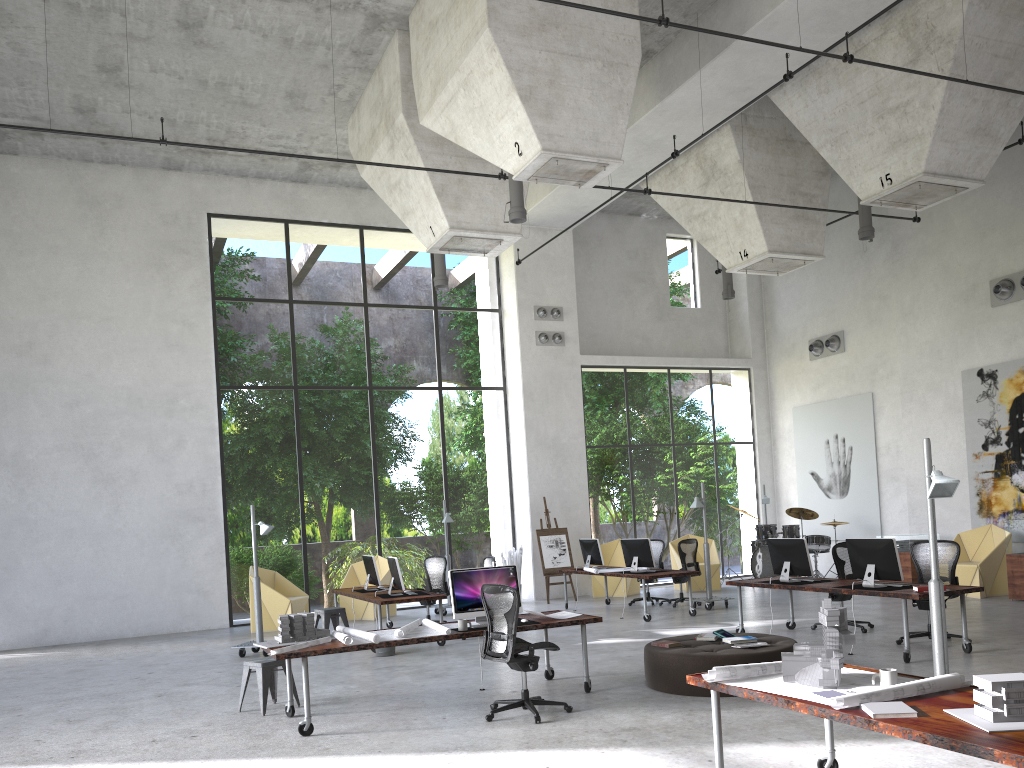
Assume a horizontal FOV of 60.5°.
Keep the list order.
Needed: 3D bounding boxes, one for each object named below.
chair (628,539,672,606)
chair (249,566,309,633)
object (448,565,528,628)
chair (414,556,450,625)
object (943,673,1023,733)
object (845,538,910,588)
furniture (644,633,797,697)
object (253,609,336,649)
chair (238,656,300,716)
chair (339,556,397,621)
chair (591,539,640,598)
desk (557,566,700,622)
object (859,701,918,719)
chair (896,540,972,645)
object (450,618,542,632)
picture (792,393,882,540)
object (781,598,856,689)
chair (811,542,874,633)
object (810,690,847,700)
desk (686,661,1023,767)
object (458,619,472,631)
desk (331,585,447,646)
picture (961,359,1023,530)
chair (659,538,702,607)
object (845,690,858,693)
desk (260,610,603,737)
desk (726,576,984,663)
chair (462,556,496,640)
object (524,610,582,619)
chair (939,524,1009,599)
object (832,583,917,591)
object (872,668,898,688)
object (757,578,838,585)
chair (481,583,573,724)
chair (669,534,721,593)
[{"bbox_3d":[2.521,3.465,16.199,0.772,1.180,0.796,-4,-3,15],"label":"chair"},{"bbox_3d":[-4.201,3.799,15.646,0.936,1.164,0.985,-4,-4,12],"label":"chair"},{"bbox_3d":[-0.227,2.067,8.569,0.713,0.551,0.380,-1,-4,-22],"label":"object"},{"bbox_3d":[-1.370,3.435,14.468,0.774,1.180,0.793,-5,-4,30],"label":"chair"},{"bbox_3d":[2.217,1.406,3.929,0.389,0.181,0.420,-4,-7,1],"label":"object"},{"bbox_3d":[4.145,2.010,9.921,0.376,0.550,0.722,-2,-6,-22],"label":"object"},{"bbox_3d":[2.075,2.767,8.726,1.505,0.426,1.526,0,-9,-22],"label":"furniture"},{"bbox_3d":[-1.982,2.246,8.165,0.735,0.303,0.438,2,-8,-34],"label":"object"},{"bbox_3d":[-2.404,2.961,8.655,0.423,0.487,0.437,-7,-5,39],"label":"chair"},{"bbox_3d":[-2.742,3.874,16.713,0.983,1.164,0.937,-5,-4,22],"label":"chair"},{"bbox_3d":[2.133,3.812,18.228,0.984,1.164,0.937,-5,-4,25],"label":"chair"},{"bbox_3d":[1.929,3.565,15.095,0.972,0.719,3.166,-1,-9,-24],"label":"desk"},{"bbox_3d":[1.790,1.552,4.183,0.200,0.023,0.237,-4,-9,7],"label":"object"},{"bbox_3d":[4.883,2.419,10.218,0.775,1.180,0.793,-6,-4,35],"label":"chair"},{"bbox_3d":[-0.211,2.348,8.562,0.847,0.008,0.696,0,-9,-22],"label":"object"},{"bbox_3d":[6.966,1.867,18.974,0.020,3.006,2.359,-3,-4,-24],"label":"picture"},{"bbox_3d":[1.700,1.453,4.918,0.361,0.519,0.496,-4,-5,11],"label":"object"},{"bbox_3d":[4.315,2.660,11.586,0.769,1.180,0.799,-1,-4,-40],"label":"chair"},{"bbox_3d":[1.668,1.625,4.581,0.133,0.008,0.206,-2,-9,-12],"label":"object"},{"bbox_3d":[2.139,1.892,4.126,0.972,0.719,3.166,-1,-9,-24],"label":"desk"},{"bbox_3d":[-0.445,2.260,8.242,0.123,0.100,0.088,-4,-4,5],"label":"object"},{"bbox_3d":[-1.948,3.546,13.445,0.962,0.719,3.167,-1,-9,-24],"label":"desk"},{"bbox_3d":[8.498,1.084,14.407,0.020,3.006,2.376,-3,-4,-24],"label":"picture"},{"bbox_3d":[2.994,3.361,15.699,0.796,1.180,0.771,-5,-4,30],"label":"chair"},{"bbox_3d":[1.807,1.621,4.614,0.011,0.010,0.127,1,-9,-38],"label":"object"},{"bbox_3d":[-0.716,2.710,8.402,3.123,0.721,0.984,0,-7,-24],"label":"desk"},{"bbox_3d":[3.927,2.749,10.492,0.972,0.719,3.166,-1,-9,-24],"label":"desk"},{"bbox_3d":[-0.488,3.180,13.129,0.791,1.180,0.777,-1,-4,-35],"label":"chair"},{"bbox_3d":[0.404,2.298,8.812,0.469,0.085,0.440,0,-9,-20],"label":"object"},{"bbox_3d":[7.687,2.923,14.546,0.932,1.164,0.989,-2,-4,-26],"label":"chair"},{"bbox_3d":[4.165,2.292,9.917,0.686,0.008,0.859,0,-9,-22],"label":"object"},{"bbox_3d":[1.993,1.576,4.688,0.123,0.100,0.088,-4,-4,5],"label":"object"},{"bbox_3d":[3.614,2.515,11.170,0.686,0.008,0.859,0,-9,-22],"label":"object"},{"bbox_3d":[0.065,2.344,7.822,0.775,1.180,0.792,-6,-4,40],"label":"chair"},{"bbox_3d":[3.850,3.734,18.389,0.979,1.165,0.942,-3,-4,-4],"label":"chair"}]
